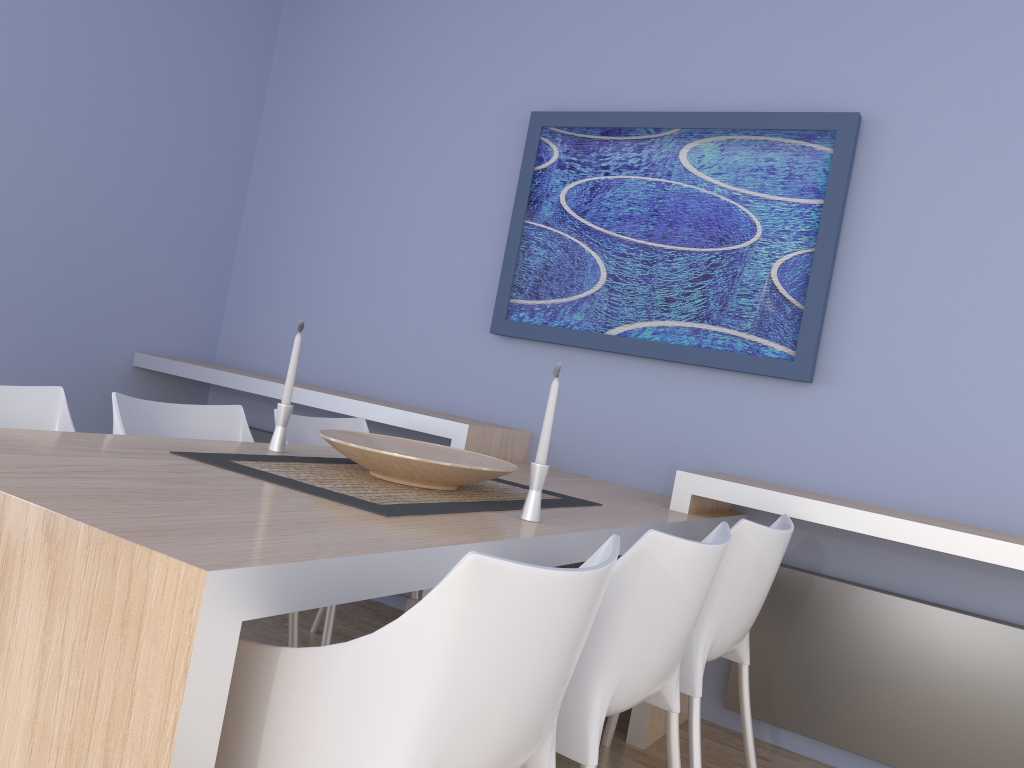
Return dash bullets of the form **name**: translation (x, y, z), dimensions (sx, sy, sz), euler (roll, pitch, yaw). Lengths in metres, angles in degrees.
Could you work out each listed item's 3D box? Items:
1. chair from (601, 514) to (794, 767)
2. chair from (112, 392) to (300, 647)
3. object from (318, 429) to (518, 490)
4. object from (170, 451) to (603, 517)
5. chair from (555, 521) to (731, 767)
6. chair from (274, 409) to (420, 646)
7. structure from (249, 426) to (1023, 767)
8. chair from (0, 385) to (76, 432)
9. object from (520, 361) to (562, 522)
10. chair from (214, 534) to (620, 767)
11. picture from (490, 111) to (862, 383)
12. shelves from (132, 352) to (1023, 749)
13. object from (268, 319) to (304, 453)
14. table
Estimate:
- **chair**: translation (0.428, 0.697, 2.324), dimensions (0.486, 0.793, 0.510), euler (10, 0, 30)
- **chair**: translation (-0.847, 0.457, 2.374), dimensions (0.486, 0.793, 0.510), euler (10, 0, 30)
- **object**: translation (-0.235, 0.198, 2.180), dimensions (0.493, 0.081, 0.493), euler (11, -1, -41)
- **object**: translation (-0.241, 0.240, 2.176), dimensions (0.594, 0.005, 0.986), euler (10, 0, 30)
- **chair**: translation (0.139, 0.639, 1.816), dimensions (0.486, 0.793, 0.510), euler (10, 0, 31)
- **chair**: translation (-0.564, 0.514, 2.871), dimensions (0.486, 0.793, 0.510), euler (10, 0, 30)
- **structure**: translation (0.111, 0.707, 3.343), dimensions (3.843, 0.503, 0.064), euler (10, 0, 30)
- **chair**: translation (-1.130, 0.400, 1.878), dimensions (0.486, 0.793, 0.510), euler (10, 0, 30)
- **object**: translation (0.071, 0.121, 1.910), dimensions (0.045, 0.349, 0.045), euler (10, 0, 30)
- **chair**: translation (-0.155, 0.580, 1.301), dimensions (0.486, 0.793, 0.510), euler (10, 0, 30)
- **picture**: translation (0.538, -0.545, 3.244), dimensions (1.252, 0.901, 0.049), euler (10, 0, 30)
- **shelves**: translation (-0.019, 0.595, 3.220), dimensions (3.901, 0.840, 0.463), euler (10, 0, 30)
- **object**: translation (-0.575, 0.002, 2.292), dimensions (0.045, 0.349, 0.045), euler (11, 0, -18)
- **table**: translation (-0.263, 0.604, 2.270), dimensions (1.002, 0.718, 2.340), euler (10, 0, 30)
